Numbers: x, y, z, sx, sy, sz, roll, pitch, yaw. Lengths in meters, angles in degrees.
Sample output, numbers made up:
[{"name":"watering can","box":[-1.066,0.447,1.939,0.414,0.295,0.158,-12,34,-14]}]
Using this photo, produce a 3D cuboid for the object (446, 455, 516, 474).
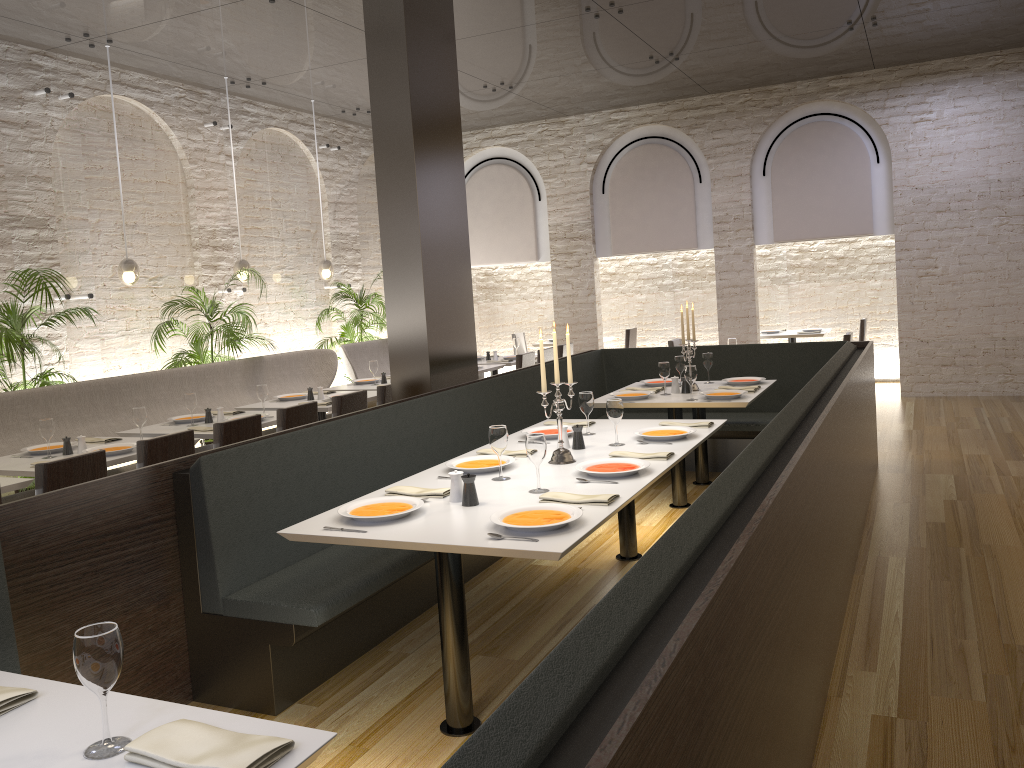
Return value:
[{"name":"object","box":[-0.143,0.373,4.065,0.321,0.036,0.323,2,8,45]}]

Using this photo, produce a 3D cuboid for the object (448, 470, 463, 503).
[{"name":"object","box":[-0.216,0.399,3.466,0.069,0.126,0.069,-8,6,-42]}]

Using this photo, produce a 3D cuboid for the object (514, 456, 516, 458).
[{"name":"object","box":[-0.061,0.355,4.260,0.181,0.015,0.038,-1,6,26]}]

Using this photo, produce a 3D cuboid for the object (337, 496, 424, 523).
[{"name":"object","box":[-0.489,0.476,3.317,0.321,0.036,0.323,-1,7,23]}]

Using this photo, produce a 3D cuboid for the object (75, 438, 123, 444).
[{"name":"object","box":[-2.694,0.366,5.774,0.273,0.033,0.143,-1,7,25]}]

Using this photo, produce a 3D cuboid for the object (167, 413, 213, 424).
[{"name":"object","box":[-2.367,0.258,6.522,0.321,0.036,0.322,-3,6,3]}]

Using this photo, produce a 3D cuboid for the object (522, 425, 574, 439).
[{"name":"object","box":[0.213,0.268,4.834,0.321,0.036,0.323,-1,6,21]}]

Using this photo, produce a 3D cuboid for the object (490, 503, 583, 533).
[{"name":"object","box":[0.085,0.467,3.047,0.321,0.036,0.323,-4,6,1]}]

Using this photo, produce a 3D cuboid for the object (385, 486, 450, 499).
[{"name":"object","box":[-0.369,0.440,3.641,0.273,0.033,0.143,-1,7,25]}]

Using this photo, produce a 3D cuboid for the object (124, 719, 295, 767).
[{"name":"object","box":[-0.550,0.661,1.612,0.273,0.033,0.143,-1,7,25]}]

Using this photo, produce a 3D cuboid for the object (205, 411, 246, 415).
[{"name":"object","box":[-2.208,0.223,6.824,0.273,0.033,0.143,-1,7,25]}]

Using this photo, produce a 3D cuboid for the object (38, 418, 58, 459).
[{"name":"object","box":[-2.737,0.321,5.223,0.086,0.230,0.086,-5,4,-17]}]

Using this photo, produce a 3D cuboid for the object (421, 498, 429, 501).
[{"name":"object","box":[-0.406,0.457,3.515,0.181,0.015,0.038,-1,6,26]}]

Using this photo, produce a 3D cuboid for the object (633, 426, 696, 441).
[{"name":"object","box":[0.787,0.259,4.564,0.321,0.036,0.323,-1,6,21]}]

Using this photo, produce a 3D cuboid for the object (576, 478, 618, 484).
[{"name":"object","box":[0.346,0.396,3.620,0.181,0.015,0.038,-1,6,26]}]

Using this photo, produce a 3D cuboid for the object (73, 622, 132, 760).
[{"name":"object","box":[-0.767,0.571,1.657,0.086,0.230,0.087,-1,5,37]}]

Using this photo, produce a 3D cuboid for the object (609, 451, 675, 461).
[{"name":"object","box":[0.599,0.329,4.095,0.273,0.033,0.143,-1,7,25]}]

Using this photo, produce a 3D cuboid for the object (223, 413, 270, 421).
[{"name":"object","box":[-1.881,0.251,6.293,0.321,0.036,0.322,-3,6,3]}]

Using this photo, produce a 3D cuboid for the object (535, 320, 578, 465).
[{"name":"object","box":[0.212,0.034,4.077,0.131,0.655,0.391,-1,5,36]}]

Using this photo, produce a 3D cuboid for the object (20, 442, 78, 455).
[{"name":"object","box":[-2.853,0.402,5.472,0.321,0.036,0.322,-3,6,8]}]

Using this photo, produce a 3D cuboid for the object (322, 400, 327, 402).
[{"name":"object","box":[-1.472,0.136,7.189,0.181,0.015,0.038,-1,6,26]}]

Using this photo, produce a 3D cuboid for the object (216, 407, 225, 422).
[{"name":"object","box":[-2.094,0.217,6.367,0.059,0.109,0.059,-2,4,17]}]

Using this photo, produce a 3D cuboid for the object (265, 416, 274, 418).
[{"name":"object","box":[-1.810,0.239,6.456,0.185,0.010,0.017,-1,6,25]}]

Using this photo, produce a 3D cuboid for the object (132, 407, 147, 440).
[{"name":"object","box":[-2.317,0.261,5.526,0.086,0.230,0.086,-1,5,31]}]

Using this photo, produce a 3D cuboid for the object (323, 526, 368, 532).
[{"name":"object","box":[-0.587,0.513,3.125,0.185,0.010,0.017,-1,6,25]}]

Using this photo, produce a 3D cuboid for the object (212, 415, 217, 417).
[{"name":"object","box":[-2.296,0.244,6.684,0.181,0.015,0.038,-1,6,26]}]

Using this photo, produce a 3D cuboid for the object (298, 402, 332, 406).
[{"name":"object","box":[-1.542,0.157,7.028,0.273,0.033,0.143,-1,7,25]}]

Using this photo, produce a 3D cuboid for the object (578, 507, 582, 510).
[{"name":"object","box":[0.168,0.452,3.234,0.185,0.010,0.017,-1,6,25]}]

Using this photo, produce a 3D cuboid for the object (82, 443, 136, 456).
[{"name":"object","box":[-2.367,0.394,5.243,0.321,0.036,0.322,-3,6,8]}]

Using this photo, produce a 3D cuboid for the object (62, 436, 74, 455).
[{"name":"object","box":[-2.663,0.368,5.305,0.059,0.109,0.059,-2,4,17]}]

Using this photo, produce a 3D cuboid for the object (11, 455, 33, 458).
[{"name":"object","box":[-2.934,0.435,5.308,0.185,0.010,0.017,-1,6,25]}]

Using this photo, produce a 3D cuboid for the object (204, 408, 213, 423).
[{"name":"object","box":[-2.177,0.224,6.355,0.059,0.109,0.059,-2,4,17]}]

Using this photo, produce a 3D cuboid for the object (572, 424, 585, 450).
[{"name":"object","box":[0.328,0.264,4.404,0.068,0.126,0.069,-2,4,19]}]

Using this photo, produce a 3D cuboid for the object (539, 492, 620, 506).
[{"name":"object","box":[0.255,0.430,3.350,0.273,0.033,0.143,-1,7,25]}]

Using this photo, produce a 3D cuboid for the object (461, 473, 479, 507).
[{"name":"object","box":[-0.163,0.404,3.387,0.069,0.126,0.069,-7,5,-33]}]

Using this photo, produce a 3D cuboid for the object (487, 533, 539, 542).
[{"name":"object","box":[0.002,0.498,2.876,0.181,0.015,0.038,-1,6,26]}]

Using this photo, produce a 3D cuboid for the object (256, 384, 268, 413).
[{"name":"object","box":[-1.841,0.121,6.553,0.086,0.230,0.086,-5,4,-23]}]

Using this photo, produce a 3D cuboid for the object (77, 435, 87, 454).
[{"name":"object","box":[-2.580,0.361,5.317,0.059,0.109,0.059,-2,4,17]}]

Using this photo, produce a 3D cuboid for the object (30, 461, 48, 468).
[{"name":"object","box":[-2.519,0.446,4.919,0.273,0.033,0.143,-1,7,25]}]

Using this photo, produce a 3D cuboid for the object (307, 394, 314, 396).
[{"name":"object","box":[-1.806,0.099,7.743,0.181,0.015,0.038,-1,6,26]}]

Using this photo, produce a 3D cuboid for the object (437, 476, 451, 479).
[{"name":"object","box":[-0.242,0.411,3.870,0.185,0.010,0.017,-1,6,25]}]

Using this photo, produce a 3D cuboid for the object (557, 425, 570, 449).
[{"name":"object","box":[0.255,0.265,4.442,0.068,0.126,0.069,-2,4,19]}]

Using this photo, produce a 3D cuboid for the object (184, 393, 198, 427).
[{"name":"object","box":[-2.262,0.181,6.250,0.086,0.230,0.086,-5,4,-23]}]

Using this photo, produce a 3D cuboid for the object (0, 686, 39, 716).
[{"name":"object","box":[-1.174,0.671,1.902,0.273,0.033,0.143,-1,7,25]}]

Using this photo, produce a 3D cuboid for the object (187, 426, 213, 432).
[{"name":"object","box":[-2.033,0.302,5.969,0.273,0.033,0.143,-1,7,25]}]

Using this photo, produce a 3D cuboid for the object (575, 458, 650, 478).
[{"name":"object","box":[0.431,0.364,3.795,0.321,0.036,0.323,2,8,45]}]
